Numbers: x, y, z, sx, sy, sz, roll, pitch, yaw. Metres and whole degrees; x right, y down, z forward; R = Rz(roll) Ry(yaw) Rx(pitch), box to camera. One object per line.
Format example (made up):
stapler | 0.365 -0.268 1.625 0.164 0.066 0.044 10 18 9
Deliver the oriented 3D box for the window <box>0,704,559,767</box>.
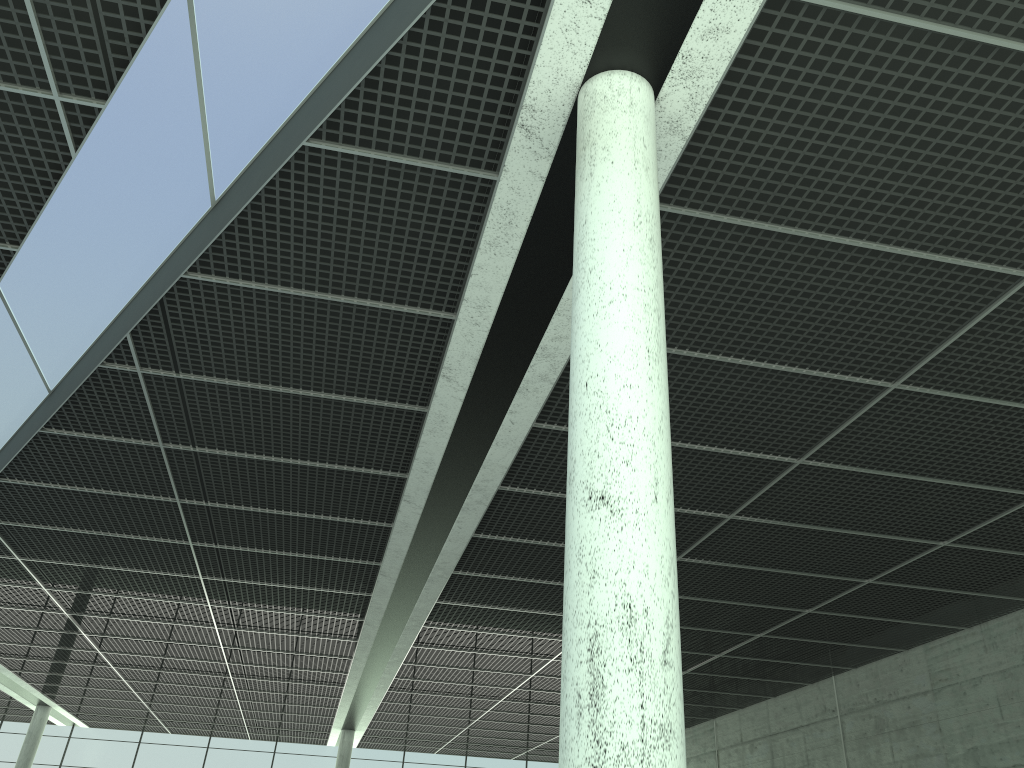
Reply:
window | -31.094 15.804 38.264 100.329 16.085 99.992 9 -32 -9
